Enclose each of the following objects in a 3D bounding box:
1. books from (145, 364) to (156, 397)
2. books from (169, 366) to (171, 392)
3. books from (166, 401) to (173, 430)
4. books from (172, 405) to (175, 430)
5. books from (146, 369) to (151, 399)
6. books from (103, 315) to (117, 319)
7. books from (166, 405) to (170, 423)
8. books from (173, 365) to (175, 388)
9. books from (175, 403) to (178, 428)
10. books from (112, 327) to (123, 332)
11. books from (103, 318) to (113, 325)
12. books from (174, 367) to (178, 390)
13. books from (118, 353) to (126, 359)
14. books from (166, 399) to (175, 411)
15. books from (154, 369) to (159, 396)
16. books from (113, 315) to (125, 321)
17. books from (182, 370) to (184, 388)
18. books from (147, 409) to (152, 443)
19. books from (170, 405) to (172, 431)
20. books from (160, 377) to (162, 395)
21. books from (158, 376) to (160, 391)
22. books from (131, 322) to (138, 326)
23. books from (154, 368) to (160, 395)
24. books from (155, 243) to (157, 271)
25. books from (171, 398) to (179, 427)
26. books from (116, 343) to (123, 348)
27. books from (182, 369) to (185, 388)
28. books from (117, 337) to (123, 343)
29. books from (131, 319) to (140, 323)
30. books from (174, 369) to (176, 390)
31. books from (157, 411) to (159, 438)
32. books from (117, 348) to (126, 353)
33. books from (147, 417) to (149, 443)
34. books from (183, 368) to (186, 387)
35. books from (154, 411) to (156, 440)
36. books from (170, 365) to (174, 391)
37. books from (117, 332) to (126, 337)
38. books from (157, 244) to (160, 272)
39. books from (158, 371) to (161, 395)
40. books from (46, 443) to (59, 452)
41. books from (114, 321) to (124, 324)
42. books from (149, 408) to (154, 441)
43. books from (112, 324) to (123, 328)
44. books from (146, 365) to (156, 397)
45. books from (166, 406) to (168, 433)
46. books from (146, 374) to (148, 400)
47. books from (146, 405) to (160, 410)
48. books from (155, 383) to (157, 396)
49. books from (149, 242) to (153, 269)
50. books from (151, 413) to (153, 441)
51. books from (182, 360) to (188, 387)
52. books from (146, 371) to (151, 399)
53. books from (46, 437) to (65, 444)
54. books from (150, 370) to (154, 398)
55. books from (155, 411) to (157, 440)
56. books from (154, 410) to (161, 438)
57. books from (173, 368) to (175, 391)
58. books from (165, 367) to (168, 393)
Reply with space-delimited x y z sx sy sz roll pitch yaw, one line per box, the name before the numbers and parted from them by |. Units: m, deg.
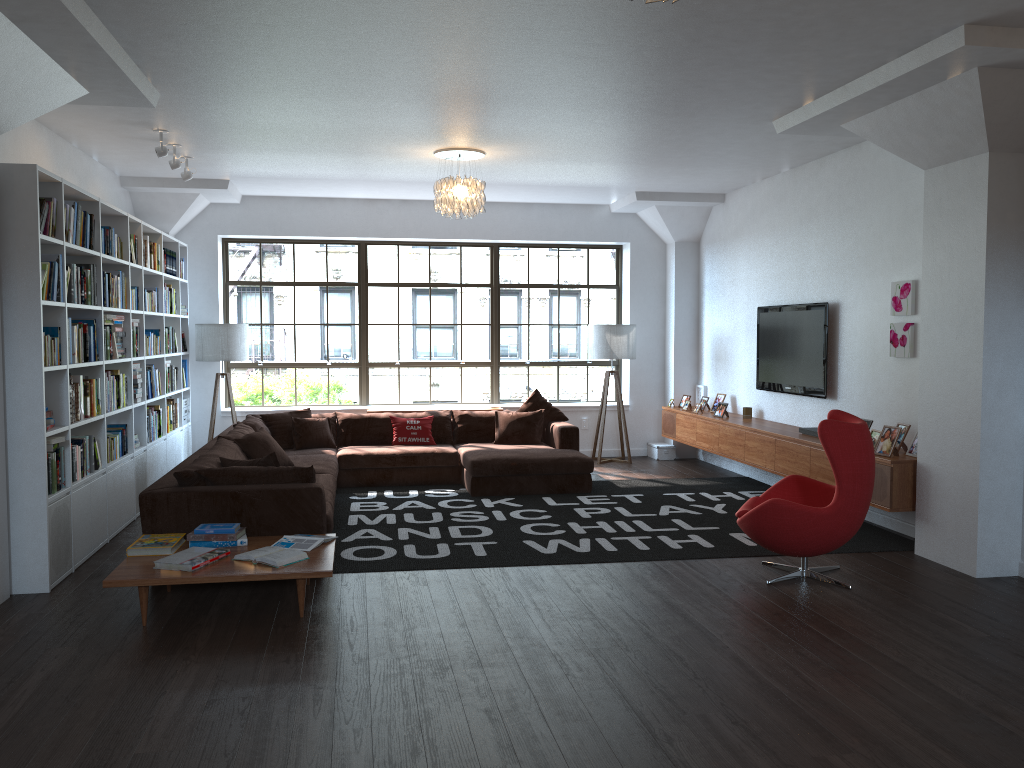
books | -3.263 -0.029 7.874 0.176 0.293 0.125 -1 3 -10
books | -3.380 -0.044 8.537 0.171 0.246 0.036 -1 3 -10
books | -3.403 0.311 8.611 0.198 0.284 0.066 -1 3 -10
books | -3.401 0.326 8.674 0.189 0.247 0.057 -1 3 -10
books | -3.224 0.001 7.665 0.182 0.255 0.077 -1 3 -10
books | -2.998 -0.485 6.396 0.223 0.027 0.161 0 3 -1
books | -3.374 0.333 8.525 0.160 0.250 0.027 -1 3 -10
books | -3.418 -0.058 8.754 0.160 0.251 0.039 -1 3 -10
books | -3.435 0.316 8.858 0.171 0.246 0.057 -1 3 -10
books | -3.099 -0.417 6.809 0.161 0.033 0.223 -1 3 -10
books | -3.010 -0.450 6.419 0.174 0.045 0.240 -1 3 -11
books | -3.440 -0.053 8.876 0.168 0.228 0.139 -1 3 -10
books | -3.086 -0.216 6.812 0.171 0.039 0.246 -1 3 -10
books | -3.392 0.298 8.726 0.140 0.298 0.044 -1 3 -10
books | -3.272 -0.009 7.963 0.174 0.242 0.105 -1 3 -10
books | -3.088 -0.507 6.817 0.129 0.043 0.185 0 3 4
books | -3.467 -0.070 9.104 0.172 0.235 0.112 -1 3 -10
books | -3.230 0.364 7.684 0.198 0.284 0.066 -1 3 -11
books | -3.376 0.329 8.557 0.183 0.253 0.037 -1 3 -10
books | -3.299 -0.005 8.123 0.161 0.218 0.101 -1 3 -10
books | -3.294 -0.017 8.057 0.159 0.248 0.089 -1 3 -10
books | -3.146 -0.480 7.143 0.223 0.031 0.161 -1 3 -10
books | -3.285 -0.016 8.014 0.170 0.251 0.118 -1 3 -10
books | -3.285 -1.138 7.955 0.183 0.253 0.034 -1 3 -10
books | -3.452 0.290 8.938 0.176 0.290 0.053 -1 3 -10
books | -3.111 -0.294 6.797 0.180 0.042 0.259 -1 3 -10
books | -3.486 -0.064 9.203 0.161 0.213 0.118 -1 3 -10
books | -3.100 -0.339 6.811 0.168 0.045 0.231 -1 3 -15
books | -3.148 -0.510 7.150 0.224 0.030 0.161 0 3 0
books | -3.418 -0.038 8.792 0.161 0.221 0.035 -1 3 -11
books | -3.280 0.369 7.990 0.174 0.240 0.045 -1 3 -11
books | -3.088 -0.255 6.808 0.160 0.039 0.251 0 3 -5
books | -3.203 0.399 7.605 0.161 0.223 0.026 -1 3 -11
books | -3.500 -0.065 9.252 0.161 0.213 0.146 -1 3 -10
books | -3.248 0.371 7.838 0.183 0.253 0.034 -1 3 -11
books | -3.400 -0.054 8.655 0.183 0.253 0.042 -1 3 -10
books | -3.091 -0.381 6.806 0.183 0.042 0.253 -1 3 -10
books | -3.309 -1.146 8.089 0.183 0.253 0.034 -1 3 -10
books | -3.291 -0.006 8.089 0.161 0.222 0.084 -1 3 -10
books | -2.796 0.369 5.253 0.174 0.045 0.240 -1 3 -21
books | -3.095 -0.473 6.821 0.144 0.024 0.208 0 3 -5
books | -3.241 0.355 7.794 0.176 0.290 0.053 -1 3 -11
books | -3.118 -0.448 6.828 0.223 0.027 0.161 -1 3 -21
books | -3.256 -0.024 7.812 0.197 0.290 0.136 -1 3 -10
books | -3.349 0.340 8.378 0.183 0.253 0.036 -1 3 -10
books | -3.194 0.009 7.527 0.182 0.255 0.077 -1 3 -10
books | -3.291 0.340 8.062 0.176 0.290 0.036 -1 3 -11
books | -3.272 0.004 7.927 0.161 0.222 0.084 -1 3 -10
books | -3.267 -1.128 7.842 0.171 0.246 0.057 -1 3 -10
books | -3.223 0.378 7.733 0.160 0.250 0.026 -1 3 -11
books | -3.517 -0.112 9.350 0.176 0.290 0.053 -1 3 -10
books | -3.210 0.009 7.628 0.174 0.243 0.085 -1 3 -10
books | -2.784 0.333 5.230 0.223 0.027 0.161 0 3 -1
books | -3.221 0.000 7.713 0.182 0.253 0.098 -1 3 -10
books | -3.250 0.369 7.871 0.183 0.253 0.034 -1 3 -11
books | -3.276 0.360 8.030 0.183 0.253 0.034 -1 3 -11
books | -3.406 -0.043 8.721 0.161 0.223 0.032 -1 3 -10
books | -3.343 -0.038 8.367 0.174 0.251 0.051 -1 3 -10
